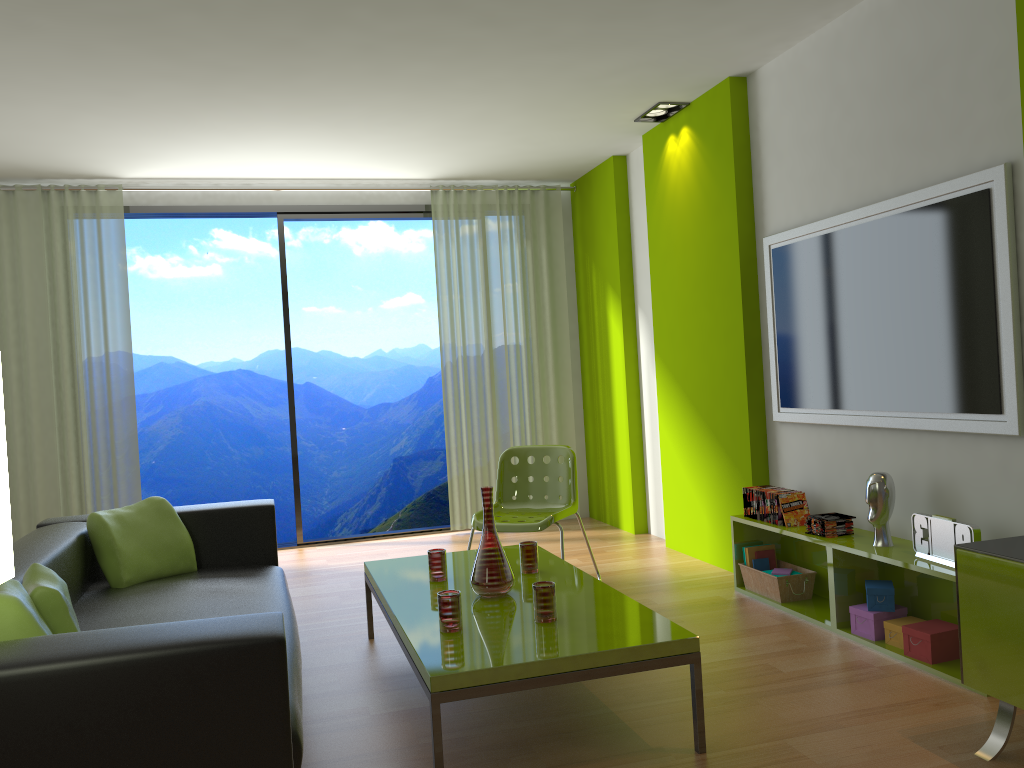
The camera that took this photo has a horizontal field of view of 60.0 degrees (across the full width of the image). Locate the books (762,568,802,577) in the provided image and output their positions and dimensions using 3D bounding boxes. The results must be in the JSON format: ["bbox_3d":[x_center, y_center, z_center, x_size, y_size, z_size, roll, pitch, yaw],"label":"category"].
[{"bbox_3d":[1.303,0.916,4.235,0.143,0.025,0.182,-4,0,-16],"label":"books"}]

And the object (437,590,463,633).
[{"bbox_3d":[-0.199,0.731,2.849,0.076,0.122,0.075,-3,0,19],"label":"object"}]

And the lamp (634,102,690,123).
[{"bbox_3d":[0.866,-1.640,5.165,0.192,0.131,0.352,-4,0,-16],"label":"lamp"}]

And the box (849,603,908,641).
[{"bbox_3d":[1.482,0.958,3.583,0.202,0.116,0.135,-4,0,-21],"label":"box"}]

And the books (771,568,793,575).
[{"bbox_3d":[1.295,0.900,4.252,0.087,0.008,0.110,-3,1,24],"label":"books"}]

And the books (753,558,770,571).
[{"bbox_3d":[1.236,0.938,4.385,0.086,0.148,0.025,-4,0,-16],"label":"books"}]

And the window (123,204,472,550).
[{"bbox_3d":[-1.421,-0.054,6.568,3.336,2.498,0.219,-4,0,-16],"label":"window"}]

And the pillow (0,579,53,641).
[{"bbox_3d":[-1.213,0.679,2.201,0.210,0.403,0.457,-4,1,-30],"label":"pillow"}]

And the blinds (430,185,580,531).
[{"bbox_3d":[-0.047,-0.219,6.718,1.012,2.568,0.067,-4,0,-16],"label":"blinds"}]

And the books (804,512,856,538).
[{"bbox_3d":[1.388,0.617,3.883,0.164,0.078,0.172,-4,0,-17],"label":"books"}]

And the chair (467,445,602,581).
[{"bbox_3d":[0.080,0.727,4.695,0.640,0.759,0.546,-3,1,23],"label":"chair"}]

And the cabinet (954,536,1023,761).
[{"bbox_3d":[1.979,0.738,1.024,0.547,0.593,3.384,-4,0,-16],"label":"cabinet"}]

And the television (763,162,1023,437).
[{"bbox_3d":[1.521,-0.284,3.781,0.028,0.941,1.537,-4,0,-16],"label":"television"}]

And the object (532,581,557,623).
[{"bbox_3d":[0.107,0.713,2.895,0.075,0.122,0.076,-3,1,40],"label":"object"}]

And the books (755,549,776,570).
[{"bbox_3d":[1.266,0.919,4.407,0.105,0.182,0.031,-4,0,-16],"label":"books"}]

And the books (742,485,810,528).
[{"bbox_3d":[1.277,0.587,4.276,0.147,0.150,0.370,-4,0,-16],"label":"books"}]

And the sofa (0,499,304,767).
[{"bbox_3d":[-1.268,0.883,3.005,1.061,0.639,2.583,-4,0,-15],"label":"sofa"}]

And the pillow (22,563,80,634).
[{"bbox_3d":[-1.330,0.698,2.577,0.164,0.317,0.380,-4,1,-32],"label":"pillow"}]

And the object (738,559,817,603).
[{"bbox_3d":[1.284,0.954,4.297,0.213,0.129,0.367,-4,0,-16],"label":"object"}]

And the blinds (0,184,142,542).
[{"bbox_3d":[-3.047,-0.035,5.883,1.012,2.568,0.067,-4,0,-16],"label":"blinds"}]

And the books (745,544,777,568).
[{"bbox_3d":[1.249,0.910,4.425,0.158,0.202,0.051,-4,0,-16],"label":"books"}]

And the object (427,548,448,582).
[{"bbox_3d":[-0.300,0.731,3.576,0.076,0.122,0.075,-3,0,19],"label":"object"}]

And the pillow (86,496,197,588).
[{"bbox_3d":[-1.604,0.685,3.816,0.269,0.362,0.399,-3,1,33],"label":"pillow"}]

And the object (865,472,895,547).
[{"bbox_3d":[1.494,0.508,3.582,0.107,0.305,0.107,-3,1,41],"label":"object"}]

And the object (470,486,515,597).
[{"bbox_3d":[-0.081,0.580,3.274,0.168,0.400,0.168,-4,1,-30],"label":"object"}]

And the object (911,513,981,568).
[{"bbox_3d":[1.570,0.569,3.213,0.047,0.176,0.340,-3,0,-11],"label":"object"}]

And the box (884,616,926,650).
[{"bbox_3d":[1.536,0.968,3.440,0.169,0.093,0.102,-4,0,-21],"label":"box"}]

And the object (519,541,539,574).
[{"bbox_3d":[0.070,0.709,3.621,0.076,0.122,0.075,-3,0,19],"label":"object"}]

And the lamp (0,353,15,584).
[{"bbox_3d":[-0.987,0.572,1.496,0.302,1.244,0.295,-4,0,-16],"label":"lamp"}]

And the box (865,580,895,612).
[{"bbox_3d":[1.483,0.853,3.576,0.102,0.093,0.138,-3,0,19],"label":"box"}]

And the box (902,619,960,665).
[{"bbox_3d":[1.565,0.956,3.284,0.202,0.116,0.135,-4,0,-21],"label":"box"}]

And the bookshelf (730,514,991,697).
[{"bbox_3d":[1.482,0.840,3.745,0.306,0.378,1.630,-4,0,-16],"label":"bookshelf"}]

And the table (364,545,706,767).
[{"bbox_3d":[-0.049,0.951,3.325,0.810,0.349,1.682,-4,0,-16],"label":"table"}]

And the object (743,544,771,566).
[{"bbox_3d":[1.242,0.911,4.449,0.158,0.200,0.040,-4,0,-16],"label":"object"}]
